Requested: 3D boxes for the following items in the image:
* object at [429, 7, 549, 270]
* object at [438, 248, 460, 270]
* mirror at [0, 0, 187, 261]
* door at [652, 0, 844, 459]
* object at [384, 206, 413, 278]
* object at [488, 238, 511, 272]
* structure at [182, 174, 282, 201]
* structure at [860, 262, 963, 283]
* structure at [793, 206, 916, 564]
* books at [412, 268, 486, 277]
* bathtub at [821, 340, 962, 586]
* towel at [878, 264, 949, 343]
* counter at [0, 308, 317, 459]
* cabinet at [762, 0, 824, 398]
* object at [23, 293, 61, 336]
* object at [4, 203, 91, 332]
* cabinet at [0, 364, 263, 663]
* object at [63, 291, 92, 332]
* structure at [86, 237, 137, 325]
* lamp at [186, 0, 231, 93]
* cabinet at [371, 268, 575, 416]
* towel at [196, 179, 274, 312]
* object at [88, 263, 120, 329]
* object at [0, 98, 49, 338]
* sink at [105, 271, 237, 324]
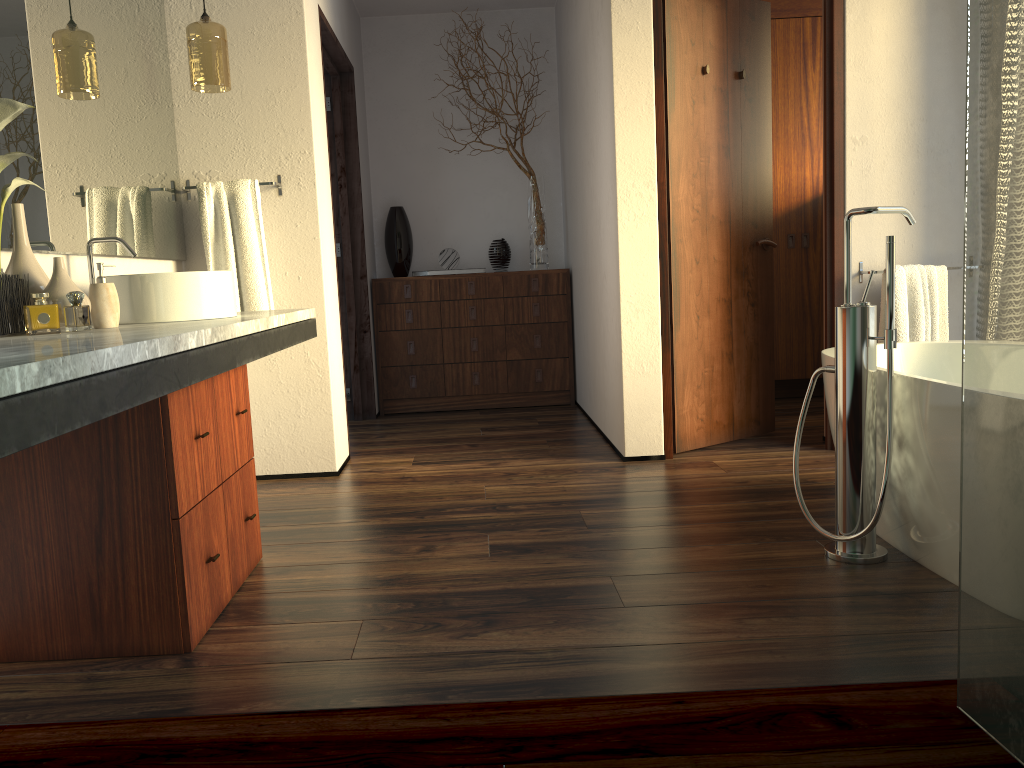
[{"bbox_3d":[-0.143,-1.377,5.119,0.846,1.449,0.713,3,9,42],"label":"object"},{"bbox_3d":[-0.376,-0.749,5.306,0.130,0.131,0.131,-3,7,-5],"label":"object"},{"bbox_3d":[-1.225,-0.814,1.412,0.017,1.152,4.083,-3,7,-2],"label":"mirror"},{"bbox_3d":[0.927,-0.704,3.711,0.730,1.946,0.464,-3,7,0],"label":"door"},{"bbox_3d":[-0.677,-0.848,5.294,0.172,0.417,0.169,-1,7,12],"label":"object"},{"bbox_3d":[-0.073,-0.771,5.301,0.142,0.200,0.135,4,9,43],"label":"object"},{"bbox_3d":[-1.085,-0.763,3.424,0.369,0.088,0.102,-3,7,0],"label":"structure"},{"bbox_3d":[1.603,-0.447,3.454,0.453,0.088,0.102,-3,7,0],"label":"structure"},{"bbox_3d":[0.870,0.001,2.306,0.283,0.897,0.239,3,9,38],"label":"structure"},{"bbox_3d":[-0.325,-0.674,5.321,0.488,0.034,0.252,-6,8,-25],"label":"books"},{"bbox_3d":[1.348,0.195,2.239,0.764,0.485,1.622,-3,7,-2],"label":"bathtub"},{"bbox_3d":[1.566,-0.145,3.461,0.257,0.637,0.156,-5,7,-18],"label":"towel"},{"bbox_3d":[-0.922,-0.065,1.964,0.587,0.101,2.261,-3,7,-2],"label":"counter"},{"bbox_3d":[1.234,-1.084,4.960,1.483,2.363,0.359,-3,7,0],"label":"cabinet"},{"bbox_3d":[-1.040,-0.155,1.956,0.064,0.092,0.040,-9,9,-40],"label":"object"},{"bbox_3d":[-1.104,-0.272,2.077,0.245,0.305,0.118,1,8,26],"label":"object"},{"bbox_3d":[-0.953,0.257,2.203,0.512,0.599,0.659,-3,7,-1],"label":"cabinet"},{"bbox_3d":[-0.983,-0.165,2.000,0.039,0.090,0.057,-2,7,9],"label":"object"},{"bbox_3d":[-1.133,-0.289,2.475,0.165,0.242,0.066,-2,7,4],"label":"structure"},{"bbox_3d":[-1.083,-1.472,3.079,0.142,0.867,0.135,3,9,41],"label":"lamp"},{"bbox_3d":[-0.230,-0.260,5.321,1.139,0.800,0.403,-3,7,0],"label":"cabinet"},{"bbox_3d":[-1.059,-0.460,3.399,0.261,0.636,0.159,-1,7,17],"label":"towel"},{"bbox_3d":[-0.990,-0.214,2.143,0.069,0.158,0.071,-5,7,-18],"label":"object"},{"bbox_3d":[-1.137,-0.361,1.988,0.185,0.504,0.248,-6,7,-23],"label":"object"},{"bbox_3d":[-0.968,-0.246,2.508,0.351,0.130,0.364,-6,8,-23],"label":"sink"}]
